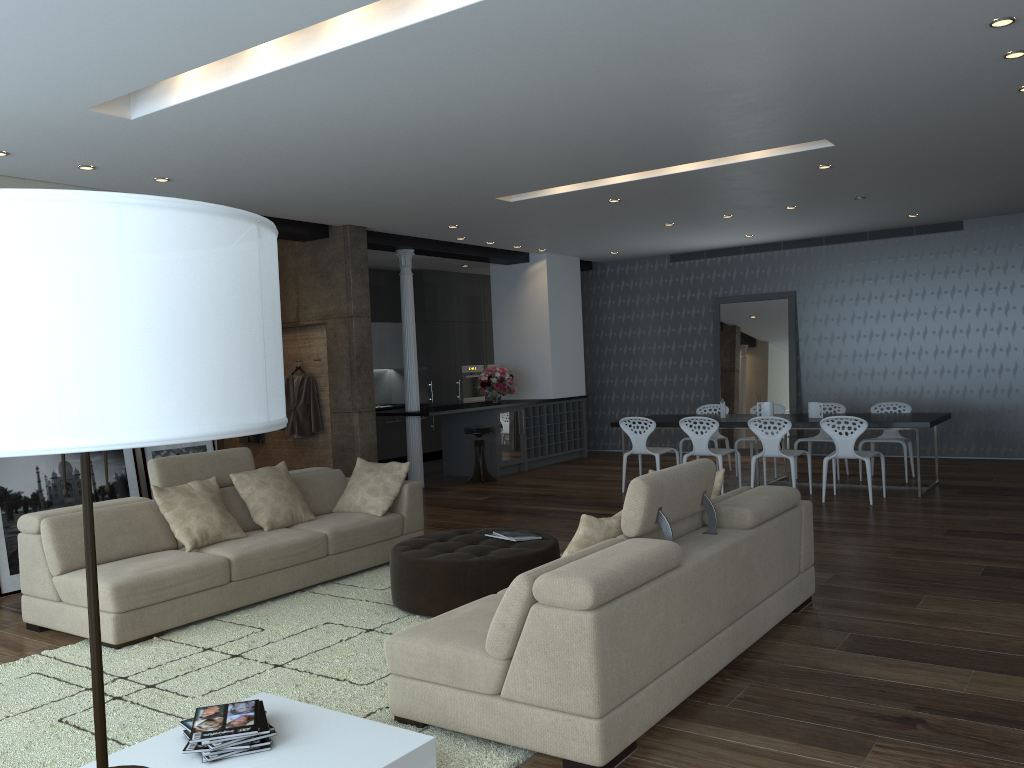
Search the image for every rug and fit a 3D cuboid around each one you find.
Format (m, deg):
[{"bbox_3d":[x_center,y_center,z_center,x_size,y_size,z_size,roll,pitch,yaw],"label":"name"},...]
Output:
[{"bbox_3d":[-0.699,1.375,4.784,2.972,0.020,4.231,-2,2,35],"label":"rug"}]

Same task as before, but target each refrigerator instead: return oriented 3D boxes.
[{"bbox_3d":[-0.026,0.686,11.756,0.075,0.774,0.578,-2,2,39],"label":"refrigerator"}]

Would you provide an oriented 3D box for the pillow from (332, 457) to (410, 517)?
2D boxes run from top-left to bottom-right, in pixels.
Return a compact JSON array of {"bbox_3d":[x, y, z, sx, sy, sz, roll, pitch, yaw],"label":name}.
[{"bbox_3d":[-1.059,0.774,6.761,0.518,0.393,0.395,-2,1,31],"label":"pillow"}]

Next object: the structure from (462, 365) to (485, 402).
[{"bbox_3d":[-0.853,-0.006,14.907,0.591,0.596,0.595,-2,2,35],"label":"structure"}]

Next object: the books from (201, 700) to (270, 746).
[{"bbox_3d":[-0.974,1.182,3.105,0.220,0.010,0.300,-3,1,-20],"label":"books"}]

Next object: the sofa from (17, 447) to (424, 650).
[{"bbox_3d":[-1.816,0.932,6.059,1.021,0.950,2.581,-2,2,35],"label":"sofa"}]

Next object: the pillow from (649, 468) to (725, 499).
[{"bbox_3d":[0.991,0.711,5.335,0.518,0.393,0.395,-2,2,38],"label":"pillow"}]

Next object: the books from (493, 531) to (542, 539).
[{"bbox_3d":[0.031,0.951,5.588,0.220,0.040,0.301,-3,1,-20],"label":"books"}]

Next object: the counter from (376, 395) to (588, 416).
[{"bbox_3d":[-0.318,0.282,12.111,1.000,0.040,3.700,-2,2,35],"label":"counter"}]

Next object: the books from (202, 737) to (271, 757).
[{"bbox_3d":[-0.972,1.220,3.106,0.220,0.010,0.300,-3,1,-20],"label":"books"}]

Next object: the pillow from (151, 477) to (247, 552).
[{"bbox_3d":[-2.033,0.830,5.752,0.368,0.416,0.519,-2,1,30],"label":"pillow"}]

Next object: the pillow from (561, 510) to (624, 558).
[{"bbox_3d":[0.387,0.756,4.069,0.368,0.416,0.519,-2,2,39],"label":"pillow"}]

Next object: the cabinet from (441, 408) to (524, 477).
[{"bbox_3d":[-0.394,0.758,11.981,0.900,0.897,0.642,-2,2,35],"label":"cabinet"}]

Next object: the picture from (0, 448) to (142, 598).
[{"bbox_3d":[-3.335,0.893,6.680,0.225,1.140,1.183,-2,2,35],"label":"picture"}]

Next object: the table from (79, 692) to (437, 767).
[{"bbox_3d":[-0.884,1.330,2.940,0.900,0.170,0.900,-2,2,35],"label":"table"}]

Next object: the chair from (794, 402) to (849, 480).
[{"bbox_3d":[3.568,0.646,10.180,0.495,0.835,0.581,-2,2,35],"label":"chair"}]

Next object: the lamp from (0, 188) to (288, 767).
[{"bbox_3d":[-0.732,0.590,1.574,0.698,1.728,0.698,-3,1,-31],"label":"lamp"}]

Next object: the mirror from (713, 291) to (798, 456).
[{"bbox_3d":[3.440,-0.131,12.602,1.200,2.294,0.240,-2,2,35],"label":"mirror"}]

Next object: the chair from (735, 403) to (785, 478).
[{"bbox_3d":[2.992,0.663,10.581,0.495,0.835,0.581,-2,2,35],"label":"chair"}]

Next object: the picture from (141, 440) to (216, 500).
[{"bbox_3d":[-2.761,0.922,7.527,0.195,0.988,0.700,-2,2,35],"label":"picture"}]

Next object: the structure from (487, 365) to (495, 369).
[{"bbox_3d":[-0.453,-0.107,15.476,0.528,0.452,0.595,-2,2,35],"label":"structure"}]

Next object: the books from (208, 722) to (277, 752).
[{"bbox_3d":[-0.973,1.201,3.105,0.220,0.010,0.300,-3,1,-30],"label":"books"}]

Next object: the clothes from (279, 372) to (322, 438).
[{"bbox_3d":[-2.381,0.234,9.901,0.700,0.735,0.173,-2,2,33],"label":"clothes"}]

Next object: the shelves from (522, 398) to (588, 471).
[{"bbox_3d":[0.273,0.705,12.942,0.900,0.897,1.700,-2,2,35],"label":"shelves"}]

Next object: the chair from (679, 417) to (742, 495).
[{"bbox_3d":[2.052,0.736,9.277,0.495,0.835,0.581,-2,2,35],"label":"chair"}]

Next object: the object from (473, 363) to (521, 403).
[{"bbox_3d":[-0.216,-0.017,12.097,0.570,0.552,0.544,-2,2,41],"label":"object"}]

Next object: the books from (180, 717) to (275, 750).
[{"bbox_3d":[-0.997,1.193,3.096,0.220,0.010,0.300,-4,2,-40],"label":"books"}]

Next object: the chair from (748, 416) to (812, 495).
[{"bbox_3d":[2.652,0.718,8.848,0.495,0.835,0.581,-2,2,35],"label":"chair"}]

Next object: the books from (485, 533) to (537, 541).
[{"bbox_3d":[0.007,0.959,5.579,0.219,0.031,0.300,-4,2,-40],"label":"books"}]

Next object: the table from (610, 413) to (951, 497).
[{"bbox_3d":[2.891,0.737,9.797,3.400,0.733,1.200,-2,2,35],"label":"table"}]

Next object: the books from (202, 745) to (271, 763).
[{"bbox_3d":[-0.971,1.240,3.106,0.220,0.010,0.300,-3,1,-20],"label":"books"}]

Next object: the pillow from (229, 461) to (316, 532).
[{"bbox_3d":[-1.688,0.792,6.272,0.301,0.439,0.534,-2,1,31],"label":"pillow"}]

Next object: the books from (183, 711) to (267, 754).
[{"bbox_3d":[-0.996,1.212,3.097,0.220,0.010,0.300,-3,1,-5],"label":"books"}]

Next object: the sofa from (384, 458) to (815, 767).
[{"bbox_3d":[0.603,0.858,4.376,1.021,0.950,2.581,-2,2,35],"label":"sofa"}]

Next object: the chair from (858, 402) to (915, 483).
[{"bbox_3d":[4.145,0.628,9.779,0.495,0.835,0.581,-2,2,35],"label":"chair"}]

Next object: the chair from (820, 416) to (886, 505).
[{"bbox_3d":[3.234,0.699,8.467,0.495,0.835,0.581,-2,2,35],"label":"chair"}]

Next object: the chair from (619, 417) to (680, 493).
[{"bbox_3d":[1.479,0.753,9.681,0.495,0.835,0.581,-2,2,35],"label":"chair"}]

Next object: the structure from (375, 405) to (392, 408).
[{"bbox_3d":[-2.243,0.363,13.030,0.520,0.066,0.900,-2,2,35],"label":"structure"}]

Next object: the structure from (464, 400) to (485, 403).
[{"bbox_3d":[-0.825,0.595,14.921,0.591,0.596,0.595,-2,2,35],"label":"structure"}]

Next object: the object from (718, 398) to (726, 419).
[{"bbox_3d":[2.378,0.272,10.048,0.076,0.233,0.161,-2,1,16],"label":"object"}]

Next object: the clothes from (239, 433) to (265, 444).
[{"bbox_3d":[-3.111,0.282,10.423,0.569,0.855,0.141,-2,2,35],"label":"clothes"}]

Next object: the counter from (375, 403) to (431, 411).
[{"bbox_3d":[-2.616,0.500,12.561,0.807,0.223,3.597,-2,2,35],"label":"counter"}]

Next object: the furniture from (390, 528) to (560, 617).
[{"bbox_3d":[-0.225,1.149,5.516,1.057,0.355,1.057,-2,2,37],"label":"furniture"}]

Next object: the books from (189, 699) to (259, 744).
[{"bbox_3d":[-0.998,1.174,3.096,0.220,0.010,0.300,-3,1,-15],"label":"books"}]

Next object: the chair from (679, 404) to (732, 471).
[{"bbox_3d":[2.415,0.681,10.982,0.495,0.835,0.581,-2,2,35],"label":"chair"}]

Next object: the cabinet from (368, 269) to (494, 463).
[{"bbox_3d":[-1.555,-0.286,14.104,0.827,2.980,7.409,-2,2,35],"label":"cabinet"}]

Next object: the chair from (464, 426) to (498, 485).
[{"bbox_3d":[1.856,0.958,8.538,21.556,0.952,16.134,-2,2,35],"label":"chair"}]

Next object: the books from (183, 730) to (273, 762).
[{"bbox_3d":[-0.995,1.232,3.097,0.220,0.010,0.300,-4,2,-35],"label":"books"}]

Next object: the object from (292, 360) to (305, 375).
[{"bbox_3d":[-2.382,-0.154,9.898,0.430,0.219,0.010,-2,2,35],"label":"object"}]
